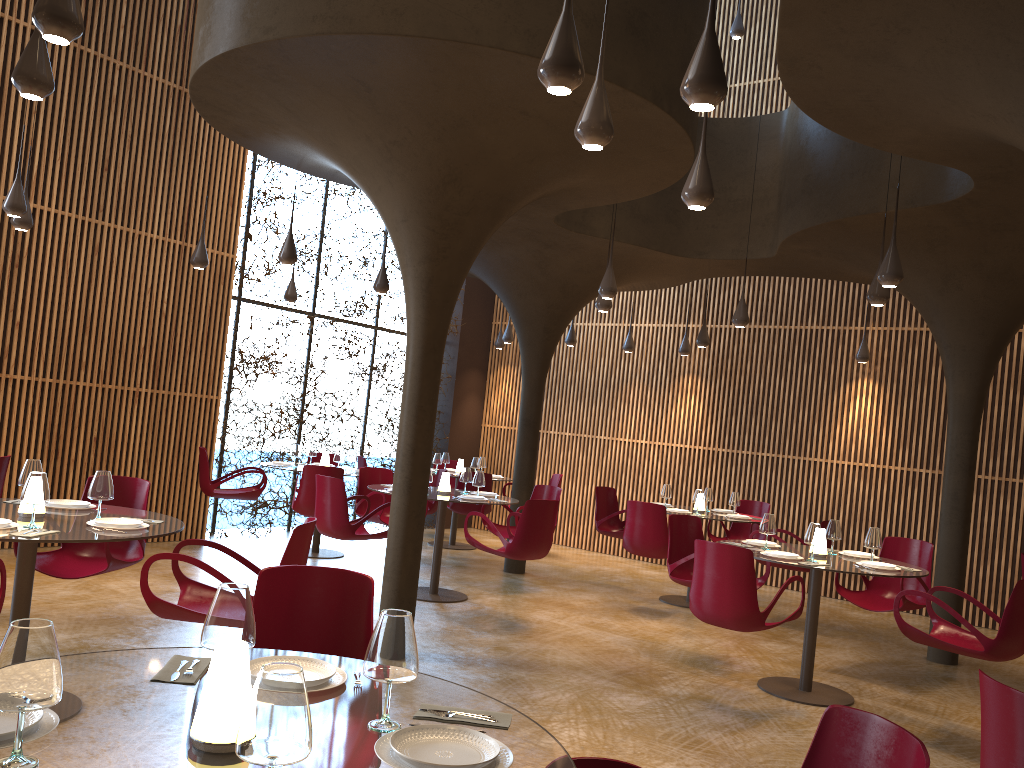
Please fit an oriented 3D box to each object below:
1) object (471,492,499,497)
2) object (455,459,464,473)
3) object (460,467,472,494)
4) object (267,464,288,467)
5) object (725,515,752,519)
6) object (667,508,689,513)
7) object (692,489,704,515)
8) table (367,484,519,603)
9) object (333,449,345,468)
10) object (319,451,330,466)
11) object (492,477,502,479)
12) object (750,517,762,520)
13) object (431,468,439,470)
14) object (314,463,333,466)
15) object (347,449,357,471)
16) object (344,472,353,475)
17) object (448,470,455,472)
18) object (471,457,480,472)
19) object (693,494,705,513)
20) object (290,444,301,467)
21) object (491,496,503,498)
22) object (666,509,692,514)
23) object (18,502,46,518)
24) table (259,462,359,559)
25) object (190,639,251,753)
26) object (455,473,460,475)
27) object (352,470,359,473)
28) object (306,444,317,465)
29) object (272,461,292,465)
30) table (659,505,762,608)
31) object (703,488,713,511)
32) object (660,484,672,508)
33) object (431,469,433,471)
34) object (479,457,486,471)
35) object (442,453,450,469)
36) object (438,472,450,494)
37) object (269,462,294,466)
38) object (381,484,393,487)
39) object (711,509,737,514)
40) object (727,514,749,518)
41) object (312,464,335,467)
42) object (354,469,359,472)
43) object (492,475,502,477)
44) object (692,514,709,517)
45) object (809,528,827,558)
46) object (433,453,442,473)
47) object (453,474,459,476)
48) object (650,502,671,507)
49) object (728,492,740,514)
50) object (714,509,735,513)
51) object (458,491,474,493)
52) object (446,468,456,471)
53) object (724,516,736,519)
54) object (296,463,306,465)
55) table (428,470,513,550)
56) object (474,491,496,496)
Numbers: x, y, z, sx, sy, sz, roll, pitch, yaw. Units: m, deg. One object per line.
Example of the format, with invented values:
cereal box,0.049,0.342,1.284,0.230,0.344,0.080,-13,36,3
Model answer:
object,-0.306,1.259,10.078,0.331,0.014,0.332,5,-3,19
object,-0.806,1.287,13.823,0.144,0.232,0.142,6,-2,12
object,-0.524,1.099,10.083,0.142,0.295,0.142,5,-2,24
object,-3.004,1.051,11.366,0.262,0.017,0.126,6,-3,-8
object,2.716,1.600,10.645,0.332,0.014,0.331,8,-3,-29
object,1.975,1.509,10.548,0.263,0.029,0.263,3,-4,42
object,2.219,1.407,10.573,0.142,0.295,0.142,5,-2,30
table,-0.811,1.770,9.783,1.675,1.129,1.671,7,-3,-34
object,-2.233,0.990,11.445,0.142,0.295,0.142,7,-2,-37
object,-2.481,1.011,11.773,0.142,0.232,0.144,6,-2,2
object,-0.288,1.449,13.837,0.204,0.012,0.411,7,-3,-16
object,2.948,1.641,10.835,0.127,0.017,0.261,8,-4,-42
object,-1.243,1.380,14.321,0.126,0.017,0.262,6,-3,-6
object,-2.617,1.120,12.287,0.263,0.029,0.263,7,-3,-16
object,-2.152,1.021,11.912,0.142,0.295,0.142,6,-2,-13
object,-2.096,1.140,11.258,0.126,0.017,0.262,6,-3,-2
object,-0.942,1.405,14.337,0.331,0.014,0.332,4,-3,29
object,-0.558,1.265,13.495,0.142,0.295,0.142,6,-2,-3
object,2.328,1.469,10.974,0.142,0.232,0.145,5,-2,22
object,-2.822,0.934,11.539,0.142,0.295,0.142,5,-2,36
object,-0.303,1.260,10.075,0.410,0.012,0.205,3,-4,44
object,1.974,1.518,10.547,0.331,0.014,0.332,5,-3,26
object,-2.770,0.651,5.134,0.142,0.232,0.145,5,-2,30
table,-2.552,1.688,11.758,1.673,1.129,1.673,6,-2,-11
object,-0.661,0.717,2.056,0.142,0.232,0.144,6,-2,-3
object,-0.719,1.367,13.314,0.263,0.029,0.263,4,-3,30
object,-1.966,1.172,11.791,0.331,0.014,0.332,4,-3,30
object,-2.740,0.970,12.101,0.142,0.295,0.142,7,-2,-41
object,-3.026,1.047,11.668,0.263,0.029,0.263,5,-3,8
table,2.258,2.146,10.959,1.675,1.129,1.670,8,-3,-44
object,2.493,1.471,11.292,0.142,0.295,0.142,5,-2,37
object,1.922,1.401,11.057,0.142,0.295,0.142,6,-2,9
object,-1.351,1.322,13.718,0.263,0.029,0.263,5,-3,24
object,-0.476,1.297,13.962,0.142,0.295,0.142,7,-2,-36
object,-1.064,1.245,14.151,0.142,0.295,0.142,5,-2,38
object,-0.741,1.093,9.798,0.142,0.232,0.144,6,-2,-8
object,-3.027,1.056,11.668,0.331,0.014,0.332,5,-3,18
object,-1.370,1.153,10.016,0.126,0.017,0.261,8,-3,-36
object,2.707,1.633,11.328,0.331,0.014,0.332,4,-3,35
object,2.717,1.590,10.645,0.263,0.029,0.263,5,-3,16
object,-2.618,1.130,12.287,0.331,0.014,0.332,4,-3,29
object,-1.965,1.163,11.792,0.263,0.029,0.263,4,-3,30
object,-0.289,1.438,13.841,0.263,0.029,0.263,4,-4,40
object,2.185,1.537,10.331,0.126,0.017,0.262,3,-4,42
object,2.549,1.312,7.351,0.142,0.232,0.145,6,-2,12
object,-1.146,1.209,13.589,0.142,0.295,0.142,5,-2,36
object,-0.720,1.377,13.313,0.332,0.014,0.331,8,-3,-34
object,1.893,1.537,11.287,0.263,0.029,0.263,7,-3,-17
object,2.729,1.475,10.881,0.142,0.295,0.142,6,-2,-10
object,2.708,1.623,11.328,0.263,0.029,0.263,8,-4,-42
object,-0.496,1.258,10.314,0.262,0.017,0.126,8,-4,-42
object,-0.941,1.395,14.337,0.263,0.029,0.263,6,-3,-9
object,2.713,1.601,10.641,0.204,0.012,0.411,3,-4,43
object,-2.919,1.105,12.271,0.126,0.017,0.262,6,-3,-6
table,-0.876,1.964,13.808,1.673,1.129,1.673,6,-2,-11
object,-0.305,1.249,10.079,0.263,0.029,0.263,4,-4,38
